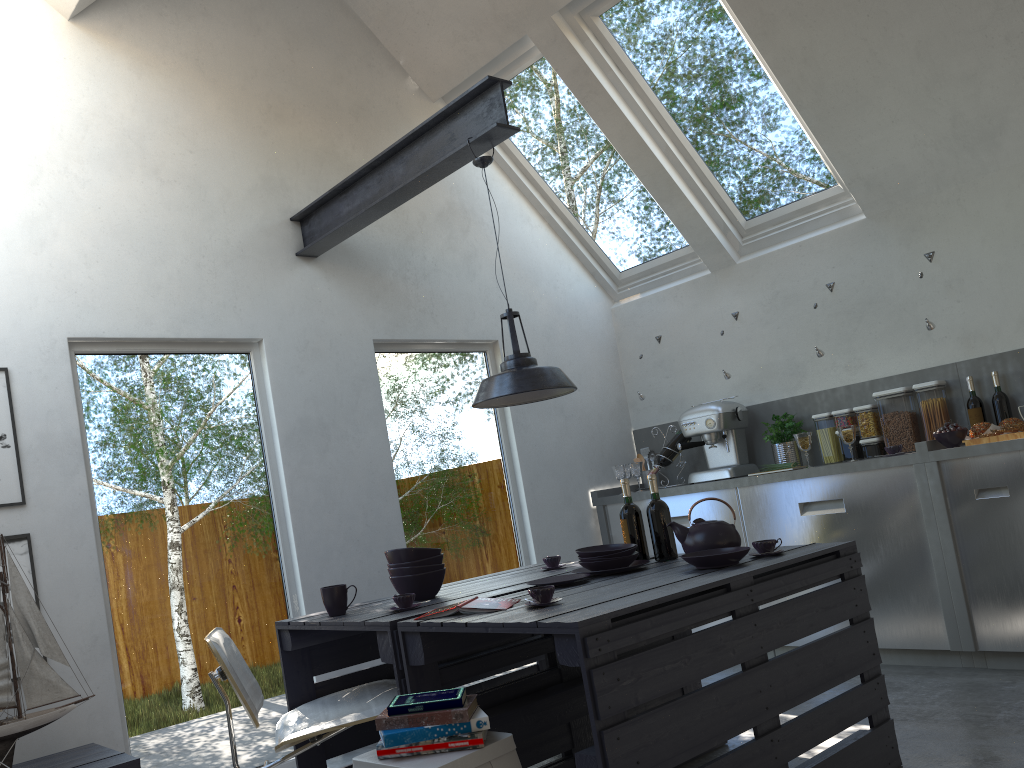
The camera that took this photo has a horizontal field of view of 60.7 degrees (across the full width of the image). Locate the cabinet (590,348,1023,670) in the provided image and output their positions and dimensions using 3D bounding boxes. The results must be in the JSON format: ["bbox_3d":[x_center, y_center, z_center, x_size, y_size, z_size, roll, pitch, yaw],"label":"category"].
[{"bbox_3d":[1.773,0.758,4.829,0.533,1.470,3.054,-5,-7,-42],"label":"cabinet"}]

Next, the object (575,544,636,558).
[{"bbox_3d":[0.360,0.648,3.345,0.215,0.058,0.245,-2,-10,-42],"label":"object"}]

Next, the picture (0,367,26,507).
[{"bbox_3d":[-2.248,0.225,3.526,0.442,0.581,0.027,-5,-6,-41],"label":"picture"}]

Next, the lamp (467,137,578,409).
[{"bbox_3d":[-0.043,-0.477,3.574,0.403,1.091,0.462,-5,-6,-42],"label":"lamp"}]

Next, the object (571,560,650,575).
[{"bbox_3d":[0.376,0.706,3.337,0.290,0.024,0.303,-7,-8,-10],"label":"object"}]

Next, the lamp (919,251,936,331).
[{"bbox_3d":[2.135,-0.481,4.461,0.063,0.433,0.318,-12,-6,37],"label":"lamp"}]

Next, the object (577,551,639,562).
[{"bbox_3d":[0.369,0.671,3.337,0.215,0.063,0.244,-3,-9,-37],"label":"object"}]

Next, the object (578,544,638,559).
[{"bbox_3d":[0.368,0.658,3.342,0.214,0.063,0.245,-3,-9,-37],"label":"object"}]

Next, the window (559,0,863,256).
[{"bbox_3d":[1.140,-1.527,4.819,1.385,1.382,0.891,-4,-7,-41],"label":"window"}]

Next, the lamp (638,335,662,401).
[{"bbox_3d":[0.915,-0.110,5.828,0.311,0.435,0.064,-5,-6,-41],"label":"lamp"}]

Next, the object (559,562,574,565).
[{"bbox_3d":[0.220,0.808,3.910,0.139,0.013,0.026,-12,-8,26],"label":"object"}]

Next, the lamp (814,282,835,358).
[{"bbox_3d":[1.743,-0.362,4.896,0.311,0.435,0.064,-5,-6,-41],"label":"lamp"}]

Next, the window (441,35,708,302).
[{"bbox_3d":[0.459,-1.311,5.598,1.392,1.389,0.891,-4,-7,-41],"label":"window"}]

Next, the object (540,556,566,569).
[{"bbox_3d":[0.181,0.795,3.895,0.124,0.056,0.109,-14,-8,35],"label":"object"}]

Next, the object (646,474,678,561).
[{"bbox_3d":[0.588,0.532,3.498,0.090,0.343,0.093,-9,-4,-9],"label":"object"}]

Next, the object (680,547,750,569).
[{"bbox_3d":[0.697,0.596,2.985,0.230,0.047,0.230,-9,-7,-1],"label":"object"}]

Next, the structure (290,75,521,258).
[{"bbox_3d":[-0.908,-0.852,4.472,0.128,0.208,2.702,-5,-8,-42],"label":"structure"}]

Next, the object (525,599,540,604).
[{"bbox_3d":[0.057,0.669,2.678,0.027,0.013,0.137,-7,-8,-18],"label":"object"}]

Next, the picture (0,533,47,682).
[{"bbox_3d":[-2.129,0.914,3.479,0.442,0.581,0.027,-5,-6,-41],"label":"picture"}]

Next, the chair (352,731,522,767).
[{"bbox_3d":[-0.173,1.229,2.354,0.450,0.502,0.410,-14,-7,43],"label":"chair"}]

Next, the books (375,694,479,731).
[{"bbox_3d":[-0.229,0.899,2.395,0.262,0.032,0.171,-10,-8,10],"label":"books"}]

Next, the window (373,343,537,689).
[{"bbox_3d":[-0.312,0.803,5.190,0.923,2.117,0.063,-5,-5,-41],"label":"window"}]

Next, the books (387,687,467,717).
[{"bbox_3d":[-0.230,0.870,2.395,0.208,0.025,0.142,-9,-7,5],"label":"books"}]

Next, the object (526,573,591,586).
[{"bbox_3d":[0.170,0.717,3.180,0.220,0.019,0.250,-3,-9,-37],"label":"object"}]

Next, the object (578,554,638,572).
[{"bbox_3d":[0.370,0.686,3.338,0.230,0.047,0.230,-9,-7,-1],"label":"object"}]

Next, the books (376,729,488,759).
[{"bbox_3d":[-0.214,0.963,2.387,0.289,0.035,0.196,-9,-7,6],"label":"books"}]

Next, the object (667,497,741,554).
[{"bbox_3d":[0.728,0.539,3.244,0.205,0.231,0.227,-4,-7,-40],"label":"object"}]

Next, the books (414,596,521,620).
[{"bbox_3d":[-0.143,0.718,2.835,0.317,0.030,0.215,-11,-8,17],"label":"books"}]

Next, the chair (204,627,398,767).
[{"bbox_3d":[-0.669,1.245,3.156,0.756,0.815,0.715,-8,-5,-12],"label":"chair"}]

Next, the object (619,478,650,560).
[{"bbox_3d":[0.492,0.559,3.594,0.091,0.343,0.092,-9,-4,-4],"label":"object"}]

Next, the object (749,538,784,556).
[{"bbox_3d":[0.893,0.578,3.084,0.124,0.056,0.109,-15,-9,40],"label":"object"}]

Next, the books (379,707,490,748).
[{"bbox_3d":[-0.219,0.930,2.389,0.279,0.033,0.203,-7,-8,-10],"label":"books"}]

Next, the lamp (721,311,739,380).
[{"bbox_3d":[1.344,-0.240,5.352,0.063,0.433,0.318,-12,-6,37],"label":"lamp"}]

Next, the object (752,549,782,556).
[{"bbox_3d":[0.890,0.589,3.042,0.125,0.013,0.029,-5,-8,-28],"label":"object"}]

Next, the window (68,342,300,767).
[{"bbox_3d":[-1.496,0.848,4.160,0.923,2.117,0.063,-5,-5,-41],"label":"window"}]
